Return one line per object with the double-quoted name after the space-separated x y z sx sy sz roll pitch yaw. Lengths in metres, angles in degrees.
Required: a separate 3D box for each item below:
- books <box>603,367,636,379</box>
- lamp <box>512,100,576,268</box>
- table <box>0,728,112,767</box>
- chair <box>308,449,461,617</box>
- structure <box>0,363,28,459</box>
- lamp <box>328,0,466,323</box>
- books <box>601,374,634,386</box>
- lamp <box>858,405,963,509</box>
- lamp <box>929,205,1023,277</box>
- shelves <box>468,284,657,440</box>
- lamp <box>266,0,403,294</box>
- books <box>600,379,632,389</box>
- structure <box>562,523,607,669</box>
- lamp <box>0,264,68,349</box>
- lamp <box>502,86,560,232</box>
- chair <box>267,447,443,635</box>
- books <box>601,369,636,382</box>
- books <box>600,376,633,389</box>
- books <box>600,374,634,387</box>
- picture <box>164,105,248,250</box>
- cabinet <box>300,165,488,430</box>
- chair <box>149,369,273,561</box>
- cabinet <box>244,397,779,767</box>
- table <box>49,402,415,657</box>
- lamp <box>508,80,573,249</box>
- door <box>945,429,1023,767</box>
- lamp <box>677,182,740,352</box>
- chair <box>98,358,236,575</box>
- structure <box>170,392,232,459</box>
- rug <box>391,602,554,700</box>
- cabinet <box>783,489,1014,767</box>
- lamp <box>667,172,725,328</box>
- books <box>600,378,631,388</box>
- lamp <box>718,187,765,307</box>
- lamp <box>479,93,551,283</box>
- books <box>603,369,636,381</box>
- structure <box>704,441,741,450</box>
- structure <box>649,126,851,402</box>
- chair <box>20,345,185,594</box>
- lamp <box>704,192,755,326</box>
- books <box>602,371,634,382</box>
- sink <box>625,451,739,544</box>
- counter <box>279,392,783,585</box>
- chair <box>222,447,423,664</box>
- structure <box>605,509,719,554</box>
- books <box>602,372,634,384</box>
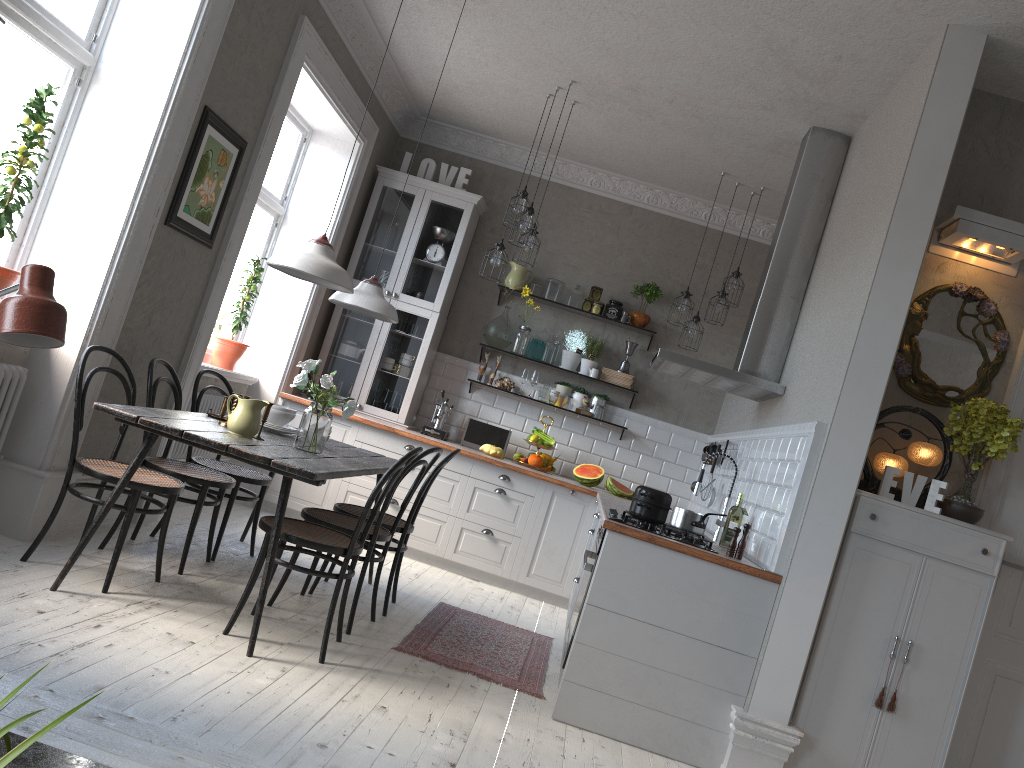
0.856 -0.084 7.065 0.259 0.011 0.159 17 -3 10 "books"
0.330 -1.618 5.884 0.147 1.736 0.146 18 -3 -8 "lamp"
-0.868 0.788 0.978 0.847 0.303 1.313 17 -3 5 "table"
-0.671 0.705 4.696 0.548 0.921 0.438 17 -3 2 "chair"
-2.229 0.081 3.230 0.148 0.428 1.224 17 -3 4 "structure"
-0.504 -1.260 4.721 0.376 1.860 0.382 17 -3 12 "lamp"
0.840 -0.033 7.062 0.259 0.011 0.159 17 -3 10 "books"
1.726 0.370 3.940 0.446 0.558 0.173 17 -3 12 "lamp"
2.169 -0.650 4.047 0.414 0.171 0.220 17 -3 4 "lamp"
0.385 -0.152 7.085 1.313 0.924 0.229 17 -3 4 "shelves"
-0.582 -1.329 3.830 0.371 1.860 0.387 14 -5 42 "lamp"
0.827 0.009 7.060 0.260 0.011 0.158 17 -3 7 "books"
0.593 1.016 4.072 0.616 0.623 0.623 17 -3 5 "structure"
-0.910 0.199 1.389 0.246 0.840 0.141 15 -4 40 "lamp"
0.268 -1.834 5.747 0.147 1.736 0.145 18 -3 -8 "lamp"
-0.730 0.663 4.215 0.545 0.921 0.441 17 -3 12 "chair"
0.850 -0.064 7.064 0.258 0.016 0.159 17 -3 17 "books"
0.833 -0.013 7.061 0.258 0.016 0.159 17 -3 17 "books"
0.837 -0.023 7.062 0.259 0.016 0.159 17 -3 13 "books"
-1.557 -1.041 4.552 0.020 0.620 0.522 17 -3 6 "picture"
-0.919 -0.658 7.043 0.877 1.922 0.388 17 -3 4 "cabinet"
-1.553 0.433 4.795 0.543 0.921 0.442 17 -3 17 "chair"
0.084 1.013 5.552 2.027 0.855 4.109 20 -4 -39 "cabinet"
-1.182 0.620 4.254 0.902 0.735 1.924 17 -3 6 "table"
0.307 -1.693 5.575 0.149 1.736 0.144 20 -4 -38 "lamp"
2.482 0.972 3.994 0.749 2.184 0.080 17 -3 3 "door"
1.528 -1.082 6.447 0.149 1.736 0.144 19 -4 -23 "lamp"
-1.612 0.391 4.312 0.548 0.921 0.438 17 -3 2 "chair"
-2.011 0.274 5.754 0.148 0.428 1.224 17 -3 4 "structure"
-0.139 1.338 4.573 0.734 0.014 1.292 17 -3 6 "rug"
1.565 1.163 3.789 0.664 1.298 0.384 17 -3 4 "cabinet"
1.431 -1.247 6.329 0.144 1.736 0.149 15 -4 37 "lamp"
0.830 -0.002 7.060 0.259 0.011 0.159 17 -3 10 "books"
1.806 -1.397 6.395 0.149 1.736 0.144 19 -4 -23 "lamp"
0.116 -1.518 5.889 0.149 1.736 0.144 19 -4 -28 "lamp"
0.853 -0.074 7.065 0.259 0.016 0.159 17 -3 13 "books"
1.414 0.410 6.005 0.094 0.053 1.088 17 -3 6 "structure"
1.404 -0.777 5.229 0.711 1.597 0.713 17 -3 5 "structure"
-1.656 0.350 3.758 0.545 0.921 0.441 17 -3 12 "chair"
1.742 -1.275 6.559 0.149 1.736 0.143 21 -5 -43 "lamp"
0.846 -0.054 7.064 0.259 0.011 0.159 17 -3 10 "books"
0.897 0.665 4.739 0.526 0.721 0.487 17 -3 5 "sink"
-0.235 0.477 5.459 3.152 0.039 3.398 17 -3 5 "counter"
-0.772 0.623 3.683 0.548 0.921 0.438 17 -3 2 "chair"
0.679 0.662 4.100 0.495 0.031 0.607 17 -3 5 "structure"
0.843 -0.044 7.063 0.260 0.011 0.158 17 -3 7 "books"
